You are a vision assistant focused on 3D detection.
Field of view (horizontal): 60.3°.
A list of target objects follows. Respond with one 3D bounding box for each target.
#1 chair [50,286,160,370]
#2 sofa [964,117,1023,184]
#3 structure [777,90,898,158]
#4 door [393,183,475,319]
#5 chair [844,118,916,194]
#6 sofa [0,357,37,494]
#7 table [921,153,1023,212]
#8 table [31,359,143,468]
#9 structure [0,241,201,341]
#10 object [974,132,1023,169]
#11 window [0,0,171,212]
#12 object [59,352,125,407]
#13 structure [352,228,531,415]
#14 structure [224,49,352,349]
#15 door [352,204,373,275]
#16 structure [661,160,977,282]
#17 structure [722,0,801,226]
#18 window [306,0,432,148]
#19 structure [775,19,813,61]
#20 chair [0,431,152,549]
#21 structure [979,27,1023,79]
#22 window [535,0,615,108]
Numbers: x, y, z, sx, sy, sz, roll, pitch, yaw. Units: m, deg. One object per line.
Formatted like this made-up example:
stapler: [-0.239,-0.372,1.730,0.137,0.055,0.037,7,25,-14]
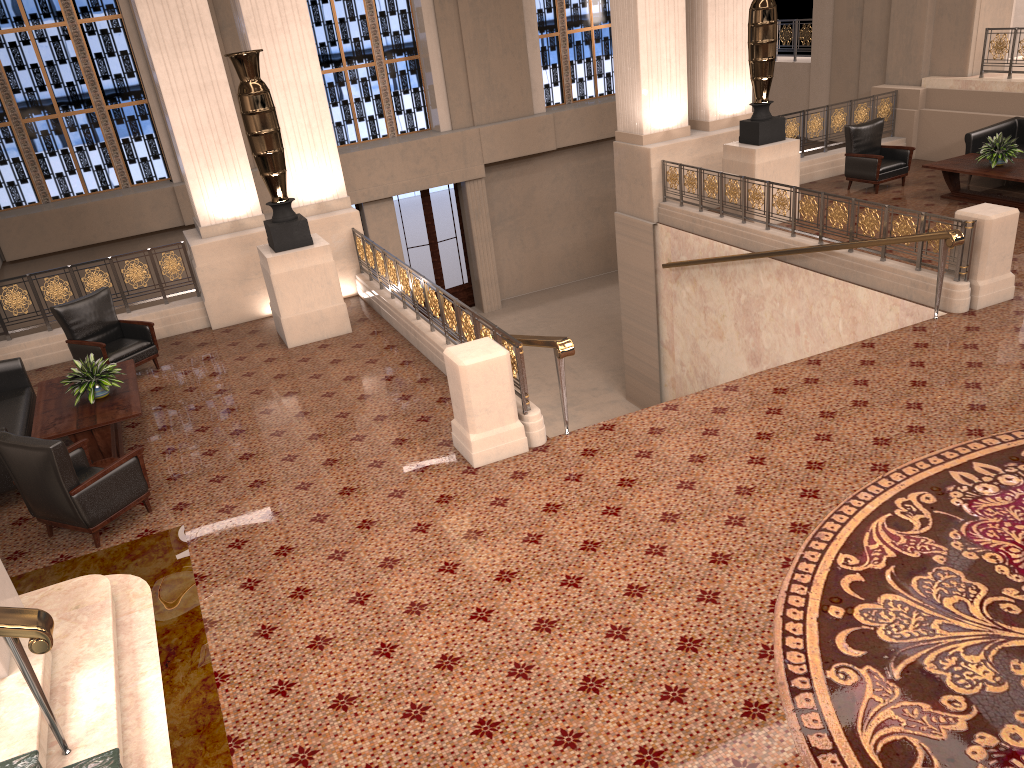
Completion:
chair: [-4.104,-0.471,8.985,0.711,0.885,0.623,9,31,31]
sofa: [6.654,-2.790,10.881,0.866,0.742,1.854,-17,26,-19]
structure: [4.633,-3.745,12.915,2.510,0.687,0.031,-16,29,-17]
door: [-1.623,-2.748,18.330,1.477,2.857,0.149,-17,29,-17]
chair: [4.928,-3.080,11.892,0.639,0.885,0.694,-20,29,-22]
sofa: [-4.464,0.419,7.307,0.866,0.742,1.854,-17,26,-19]
table: [5.837,-2.425,10.676,0.830,0.457,1.422,-17,26,-19]
table: [-3.611,0.302,7.638,0.830,0.457,1.422,-17,26,-19]
structure: [-4.863,-1.003,9.861,2.510,0.687,0.031,-16,29,-17]
object: [5.779,-2.792,10.460,0.502,0.395,0.500,-3,26,11]
window: [-7.957,-5.851,14.502,2.959,5.619,0.067,-17,29,-17]
object: [-3.524,-0.062,7.373,0.502,0.395,0.500,-3,26,11]
structure: [-0.862,-0.809,8.455,0.078,0.563,4.758,-18,26,-18]
structure: [-2.351,-1.857,9.003,0.693,2.924,0.674,-17,29,-18]
door: [-3.522,-2.200,17.719,1.477,2.857,0.149,-17,29,-17]
structure: [2.987,-1.920,9.692,0.078,0.563,4.762,-18,26,-19]
structure: [3.040,-3.414,10.736,0.693,2.924,0.674,-17,29,-18]
window: [-3.316,-7.191,15.994,2.959,5.619,0.067,-17,29,-17]
structure: [4.780,-6.209,15.926,0.031,0.701,2.078,-18,26,-19]
chair: [-3.056,0.640,6.209,0.644,0.885,0.688,7,30,27]
structure: [7.240,-3.988,10.660,0.031,0.655,3.562,-18,26,-19]
window: [1.484,-8.577,17.537,2.959,5.619,0.067,-17,29,-17]
